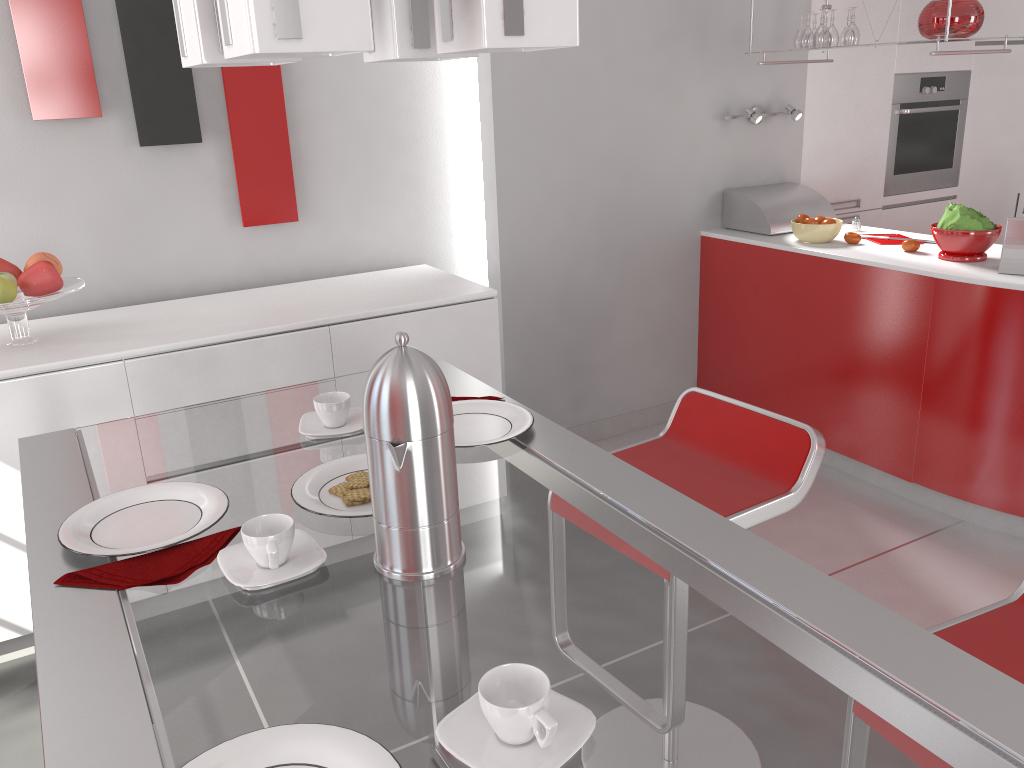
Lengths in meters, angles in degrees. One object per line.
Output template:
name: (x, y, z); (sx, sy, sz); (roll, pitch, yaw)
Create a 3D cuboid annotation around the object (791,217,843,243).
object: (1.252, -0.629, 3.652); (0.201, 0.086, 0.201); (-12, 21, -26)

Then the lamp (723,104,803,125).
lamp: (1.138, -1.194, 3.939); (0.454, 0.081, 0.155); (-12, 21, -27)

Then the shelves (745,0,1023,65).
shelves: (1.373, -1.729, 3.237); (0.462, 1.023, 0.934); (-12, 21, -27)

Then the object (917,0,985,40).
object: (1.545, -1.347, 3.110); (0.213, 0.266, 0.213); (-3, 19, 0)

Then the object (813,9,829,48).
object: (1.201, -1.377, 3.437); (0.060, 0.141, 0.060); (12, 23, 36)

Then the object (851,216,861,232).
object: (1.490, -0.693, 3.836); (0.042, 0.066, 0.043); (-8, 19, -15)

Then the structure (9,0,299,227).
structure: (-1.169, -1.237, 2.854); (0.820, 1.503, 0.040); (-12, 21, -27)

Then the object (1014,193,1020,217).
object: (1.678, -0.536, 2.966); (0.009, 0.197, 0.091); (9, 22, 31)

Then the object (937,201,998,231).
object: (1.635, -0.559, 3.174); (0.193, 0.182, 0.198); (-10, 20, -22)

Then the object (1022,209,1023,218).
object: (1.704, -0.547, 2.955); (0.014, 0.322, 0.150); (9, 22, 31)

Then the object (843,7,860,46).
object: (1.310, -1.373, 3.413); (0.060, 0.141, 0.060); (-12, 21, -27)

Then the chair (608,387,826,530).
chair: (0.376, 0.491, 1.990); (0.460, 0.857, 0.418); (-14, 22, -31)

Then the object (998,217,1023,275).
object: (1.692, -0.467, 2.958); (0.091, 0.178, 0.137); (10, 22, 32)

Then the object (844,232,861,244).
object: (1.371, -0.586, 3.570); (0.063, 0.047, 0.065); (-13, 21, -27)

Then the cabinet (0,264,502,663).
cabinet: (-0.966, 0.188, 3.025); (1.802, 0.880, 0.610); (-12, 21, -27)

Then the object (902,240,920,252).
object: (1.514, -0.526, 3.366); (0.064, 0.048, 0.063); (12, 24, 37)

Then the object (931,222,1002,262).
object: (1.631, -0.511, 3.199); (0.229, 0.118, 0.228); (9, 22, 31)

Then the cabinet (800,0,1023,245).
cabinet: (2.278, -1.244, 5.051); (2.398, 2.026, 0.614); (-12, 21, -27)

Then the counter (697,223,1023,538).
counter: (2.255, -0.106, 3.477); (2.865, 0.880, 1.868); (-1, 19, 5)

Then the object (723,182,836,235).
object: (1.210, -0.798, 4.003); (0.400, 0.170, 0.300); (-12, 21, -27)

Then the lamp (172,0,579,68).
lamp: (-0.162, -0.805, 0.707); (0.304, 1.025, 0.304); (-12, 21, -27)

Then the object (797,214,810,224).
object: (1.218, -0.680, 3.698); (0.066, 0.058, 0.055); (-19, 25, -40)

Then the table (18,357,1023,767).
table: (-0.071, 0.712, 1.168); (0.800, 1.000, 1.700); (-12, 21, -27)

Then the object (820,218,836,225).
object: (1.291, -0.652, 3.619); (0.062, 0.049, 0.066); (-9, 20, -19)

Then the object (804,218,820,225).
object: (1.231, -0.657, 3.643); (0.062, 0.052, 0.065); (-20, 25, -41)

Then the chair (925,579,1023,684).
chair: (0.780, 0.709, 1.291); (0.460, 0.857, 0.418); (-11, 20, -22)

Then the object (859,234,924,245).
object: (1.543, -0.592, 3.624); (0.168, 0.006, 0.266); (-3, 19, -2)

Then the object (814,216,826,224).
object: (1.277, -0.672, 3.681); (0.062, 0.049, 0.066); (-14, 22, -30)

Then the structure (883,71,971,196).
structure: (2.164, -1.297, 4.587); (0.599, 0.589, 0.050); (-12, 21, -27)

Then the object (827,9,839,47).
object: (1.260, -1.399, 3.495); (0.060, 0.141, 0.060); (-12, 21, -27)

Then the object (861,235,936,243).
object: (1.584, -0.587, 3.584); (0.375, 0.008, 0.041); (12, 23, 36)
